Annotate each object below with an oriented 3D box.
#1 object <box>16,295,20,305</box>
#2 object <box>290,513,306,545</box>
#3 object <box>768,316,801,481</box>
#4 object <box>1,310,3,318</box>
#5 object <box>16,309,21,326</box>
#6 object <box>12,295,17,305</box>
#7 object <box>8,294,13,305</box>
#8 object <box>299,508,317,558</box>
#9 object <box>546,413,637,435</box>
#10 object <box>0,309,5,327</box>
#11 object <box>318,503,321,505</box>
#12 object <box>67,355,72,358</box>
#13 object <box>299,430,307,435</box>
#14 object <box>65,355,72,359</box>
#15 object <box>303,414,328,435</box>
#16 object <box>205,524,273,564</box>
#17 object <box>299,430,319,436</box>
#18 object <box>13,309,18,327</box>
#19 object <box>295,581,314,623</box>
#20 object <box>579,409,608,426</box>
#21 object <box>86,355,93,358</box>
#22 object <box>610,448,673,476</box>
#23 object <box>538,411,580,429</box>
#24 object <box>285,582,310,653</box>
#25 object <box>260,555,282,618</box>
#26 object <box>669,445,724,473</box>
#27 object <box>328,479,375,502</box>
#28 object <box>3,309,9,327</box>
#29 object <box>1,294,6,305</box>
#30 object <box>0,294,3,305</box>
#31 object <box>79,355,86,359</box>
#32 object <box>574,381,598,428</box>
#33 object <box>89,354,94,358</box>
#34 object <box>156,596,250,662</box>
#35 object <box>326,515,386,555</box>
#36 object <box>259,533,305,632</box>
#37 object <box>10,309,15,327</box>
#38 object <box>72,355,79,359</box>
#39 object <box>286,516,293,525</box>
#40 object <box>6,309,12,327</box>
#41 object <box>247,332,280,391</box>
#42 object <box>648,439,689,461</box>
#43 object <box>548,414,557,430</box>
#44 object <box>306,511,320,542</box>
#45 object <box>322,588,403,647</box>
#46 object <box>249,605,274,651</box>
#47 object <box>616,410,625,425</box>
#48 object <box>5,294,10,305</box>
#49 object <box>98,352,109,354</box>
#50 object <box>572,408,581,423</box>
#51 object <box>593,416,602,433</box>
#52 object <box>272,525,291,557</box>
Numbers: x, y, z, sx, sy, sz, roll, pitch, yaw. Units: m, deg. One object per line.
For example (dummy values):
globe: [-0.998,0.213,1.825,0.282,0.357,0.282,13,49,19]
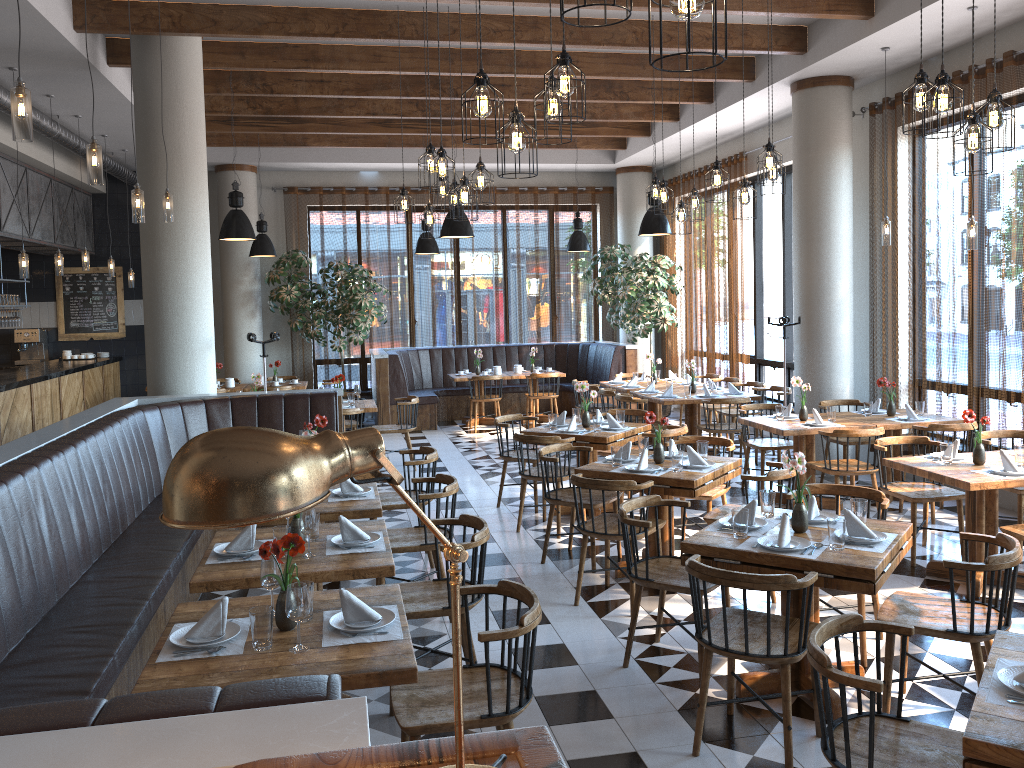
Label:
object: [-6.123,-1.037,10.945,0.080,0.132,0.080,0,4,19]
object: [-0.988,0.568,4.150,0.146,0.399,0.207,-2,4,-3]
object: [2.804,0.136,9.100,0.375,1.654,0.375,-3,4,-29]
object: [-6.229,-0.806,10.835,0.081,0.215,0.081,-3,4,-20]
object: [-6.120,-0.822,10.964,0.081,0.215,0.081,-3,4,-20]
object: [-6.101,-1.027,10.829,0.080,0.132,0.080,0,4,19]
object: [-6.078,-1.017,10.714,0.080,0.132,0.080,0,4,19]
object: [-0.919,0.672,4.003,0.081,0.215,0.081,-3,4,-20]
object: [0.687,0.327,7.625,0.577,0.137,0.583,2,6,34]
object: [-6.011,-0.772,10.418,0.081,0.215,0.081,-3,4,-20]
object: [-1.128,0.578,5.055,0.081,0.215,0.081,2,4,42]
object: [-6.703,-0.405,13.455,0.079,0.066,0.099,-1,5,1]
object: [-1.529,0.449,6.518,0.081,0.215,0.081,-4,4,-42]
object: [-6.682,-0.396,13.348,0.079,0.066,0.099,-1,5,1]
object: [-1.398,0.394,6.328,0.171,0.354,0.156,-2,3,-8]
object: [-1.264,0.709,4.120,0.272,0.137,0.353,-2,5,-11]
object: [-1.228,0.472,5.221,0.206,0.399,0.146,-2,3,-9]
object: [-6.099,-0.812,10.861,0.081,0.215,0.081,-3,4,-20]
object: [-0.752,0.786,3.197,0.080,0.132,0.080,-3,4,-26]
object: [0.798,0.288,8.003,0.352,0.137,0.272,2,6,34]
object: [-6.394,-0.408,13.405,0.079,0.066,0.099,-1,5,1]
object: [0.851,0.496,5.800,0.352,0.137,0.272,2,6,34]
object: [0.427,0.305,7.927,0.272,0.137,0.353,2,6,34]
object: [-0.705,0.770,2.922,0.081,0.215,0.081,-3,4,-20]
object: [-0.882,0.743,3.252,0.081,0.215,0.081,0,4,20]
object: [1.222,0.479,5.876,0.272,0.137,0.353,2,6,34]
object: [-0.962,0.590,5.298,0.272,0.137,0.353,-2,5,-11]
object: [-6.034,-0.783,10.534,0.081,0.215,0.081,-3,4,-20]
object: [-6.032,-0.996,10.483,0.080,0.132,0.080,0,4,19]
object: [-6.009,-0.986,10.367,0.080,0.132,0.080,0,4,19]
object: [-6.490,-0.404,13.386,0.079,0.066,0.099,-1,5,1]
object: [0.653,0.179,7.804,0.206,0.399,0.147,-1,3,8]
object: [-6.415,-0.418,13.511,0.079,0.066,0.099,-1,5,1]
object: [-1.051,0.806,3.043,0.272,0.137,0.353,-2,5,-11]
object: [-0.747,0.687,4.212,0.272,0.137,0.353,-2,5,-11]
object: [-0.791,0.688,3.069,0.156,0.354,0.171,-3,4,-18]
object: [-6.079,-0.803,10.760,0.081,0.215,0.081,-3,4,-20]
object: [-6.586,-0.400,13.367,0.079,0.066,0.099,-1,5,1]
object: [-1.096,0.646,4.334,0.081,0.215,0.081,0,4,20]
object: [-6.057,-0.793,10.651,0.081,0.215,0.081,-3,4,-20]
object: [-2.270,0.351,8.198,0.375,1.654,0.375,-4,4,-34]
object: [1.143,0.446,6.245,0.352,0.137,0.272,2,6,34]
object: [0.356,0.330,7.708,0.080,0.132,0.080,2,5,44]
object: [-0.967,0.689,4.278,0.080,0.132,0.080,-3,4,-26]
object: [-0.534,0.784,3.136,0.272,0.137,0.353,-2,5,-11]
object: [-0.830,0.813,2.942,0.080,0.132,0.080,-2,4,-11]
object: [0.962,0.302,7.840,0.080,0.132,0.080,-4,5,-36]
object: [-6.055,-1.006,10.598,0.080,0.132,0.080,0,4,19]
object: [-6.360,-0.480,13.780,0.176,0.016,0.176,1,6,24]
object: [0.591,0.289,8.080,0.080,0.132,0.080,-4,5,-36]
object: [0.721,0.342,7.479,0.080,0.132,0.080,2,5,44]
object: [-1.044,0.715,4.024,0.080,0.132,0.080,-2,4,-11]
